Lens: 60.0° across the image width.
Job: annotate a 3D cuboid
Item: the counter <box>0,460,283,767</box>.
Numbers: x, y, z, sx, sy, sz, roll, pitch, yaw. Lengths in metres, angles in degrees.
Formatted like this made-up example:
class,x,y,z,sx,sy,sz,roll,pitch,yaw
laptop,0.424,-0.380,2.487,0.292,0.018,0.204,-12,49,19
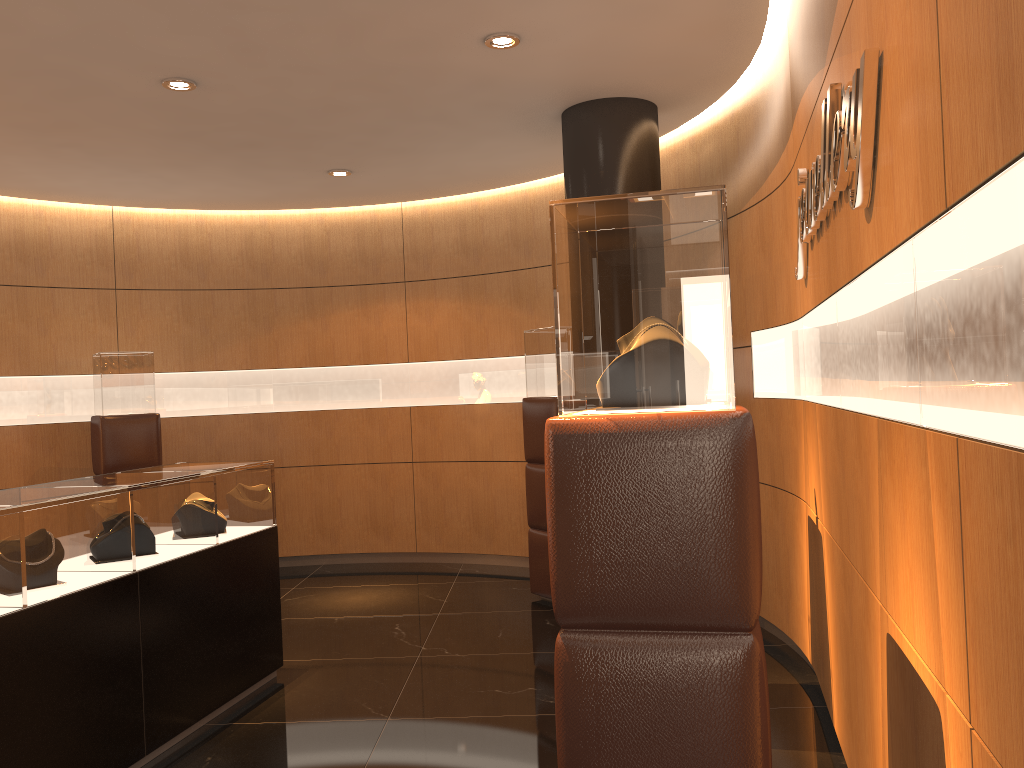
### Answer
class,x,y,z,sx,sy,sz,roll,pitch,yaw
counter,-1.904,1.037,3.899,0.615,1.173,2.514,-3,0,13

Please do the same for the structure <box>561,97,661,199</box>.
class,x,y,z,sx,sy,sz,roll,pitch,yaw
structure,0.694,-0.146,5.681,0.613,3.430,0.613,-3,0,17

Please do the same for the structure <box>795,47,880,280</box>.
class,x,y,z,sx,sy,sz,roll,pitch,yaw
structure,1.077,-0.686,3.071,0.034,0.442,2.050,-3,0,13

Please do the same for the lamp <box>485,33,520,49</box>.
class,x,y,z,sx,sy,sz,roll,pitch,yaw
lamp,-0.050,-1.736,4.423,0.176,0.068,0.176,-3,0,7

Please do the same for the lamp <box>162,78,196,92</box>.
class,x,y,z,sx,sy,sz,roll,pitch,yaw
lamp,-1.814,-1.656,4.830,0.176,0.068,0.176,-3,0,7

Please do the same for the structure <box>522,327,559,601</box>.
class,x,y,z,sx,sy,sz,roll,pitch,yaw
structure,0.405,0.588,6.582,0.484,2.000,0.498,-2,0,-33

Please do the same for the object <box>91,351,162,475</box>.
class,x,y,z,sx,sy,sz,roll,pitch,yaw
object,-3.139,0.747,7.239,0.484,2.000,0.498,-2,0,-33

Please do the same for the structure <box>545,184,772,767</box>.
class,x,y,z,sx,sy,sz,roll,pitch,yaw
structure,0.368,0.548,2.198,0.498,1.968,0.484,-3,0,13
